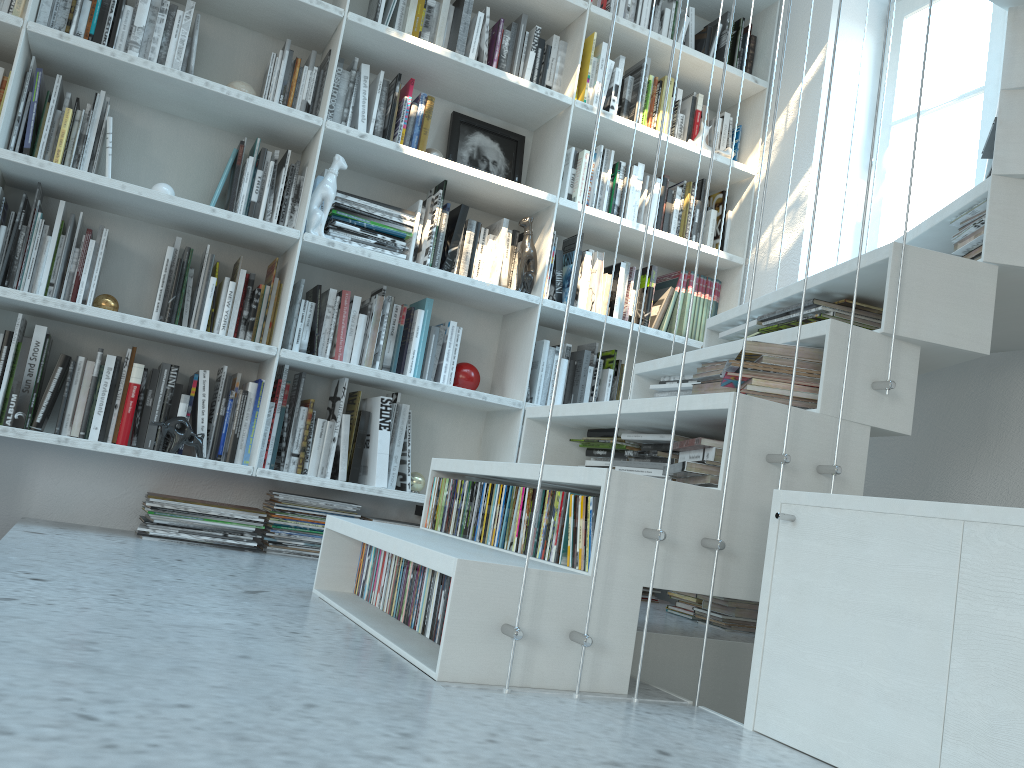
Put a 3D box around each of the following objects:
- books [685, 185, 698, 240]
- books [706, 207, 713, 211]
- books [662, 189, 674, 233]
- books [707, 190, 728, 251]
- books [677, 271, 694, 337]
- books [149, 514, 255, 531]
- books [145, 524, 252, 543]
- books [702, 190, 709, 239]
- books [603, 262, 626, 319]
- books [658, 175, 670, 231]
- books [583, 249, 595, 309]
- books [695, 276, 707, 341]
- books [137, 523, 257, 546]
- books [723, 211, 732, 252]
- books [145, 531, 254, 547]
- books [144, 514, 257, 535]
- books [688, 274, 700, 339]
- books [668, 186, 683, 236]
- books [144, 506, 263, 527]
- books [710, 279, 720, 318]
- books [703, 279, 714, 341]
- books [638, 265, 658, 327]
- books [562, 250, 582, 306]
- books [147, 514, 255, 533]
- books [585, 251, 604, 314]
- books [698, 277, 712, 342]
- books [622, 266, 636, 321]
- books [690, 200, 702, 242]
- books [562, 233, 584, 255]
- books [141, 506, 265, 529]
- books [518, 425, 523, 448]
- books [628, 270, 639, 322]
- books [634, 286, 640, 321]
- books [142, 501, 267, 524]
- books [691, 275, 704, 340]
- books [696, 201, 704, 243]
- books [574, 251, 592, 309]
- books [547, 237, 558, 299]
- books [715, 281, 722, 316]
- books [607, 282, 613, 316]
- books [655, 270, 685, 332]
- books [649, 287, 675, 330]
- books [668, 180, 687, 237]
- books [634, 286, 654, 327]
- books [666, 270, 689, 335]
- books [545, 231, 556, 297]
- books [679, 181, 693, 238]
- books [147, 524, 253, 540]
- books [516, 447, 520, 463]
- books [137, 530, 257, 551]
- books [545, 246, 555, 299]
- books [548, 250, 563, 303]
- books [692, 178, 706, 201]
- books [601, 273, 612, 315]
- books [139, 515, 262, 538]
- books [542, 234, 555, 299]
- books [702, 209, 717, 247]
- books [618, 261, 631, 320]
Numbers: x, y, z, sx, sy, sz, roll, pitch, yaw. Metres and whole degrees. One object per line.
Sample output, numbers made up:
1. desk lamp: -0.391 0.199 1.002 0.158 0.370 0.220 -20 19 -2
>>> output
1. books: 0.666 -0.650 3.573 0.028 0.267 0.173 13 -8 -24
2. books: 0.765 -0.603 3.654 0.024 0.230 0.131 13 -8 -24
3. books: 0.582 -0.649 3.562 0.028 0.237 0.146 13 -8 -24
4. books: 0.808 -0.629 3.642 0.042 0.292 0.186 13 -8 -24
5. books: 0.651 -0.294 3.537 0.018 0.293 0.169 13 -8 -24
6. books: -0.966 0.424 2.767 0.308 0.008 0.195 12 -8 -19
7. books: -0.977 0.460 2.763 0.308 0.008 0.195 12 -8 -20
8. books: 0.735 -0.639 3.621 0.013 0.282 0.149 13 -8 -24
9. books: 0.364 -0.334 3.418 0.022 0.247 0.181 13 -8 -24
10. books: 0.564 -0.681 3.554 0.024 0.291 0.132 13 -8 -24
11. books: 0.247 -0.369 3.373 0.022 0.265 0.157 13 -8 -24
12. books: 0.710 -0.279 3.579 0.018 0.293 0.169 13 -8 -24
13. books: -0.976 0.468 2.759 0.346 0.007 0.193 12 -8 -19
14. books: 0.830 -0.587 3.651 0.021 0.218 0.184 13 -8 -24
15. books: -0.979 0.475 2.761 0.308 0.008 0.195 14 -9 -28
16. books: -0.970 0.439 2.764 0.308 0.008 0.195 14 -9 -29
17. books: 0.678 -0.286 3.564 0.018 0.293 0.169 13 -8 -24
18. books: 0.612 -0.652 3.564 0.025 0.252 0.160 13 -8 -24
19. books: -0.966 0.410 2.776 0.346 0.007 0.193 13 -8 -22
20. books: 0.763 -0.268 3.592 0.018 0.293 0.169 13 -8 -24
21. books: 0.742 -0.271 3.594 0.018 0.293 0.169 13 -8 -24
22. books: 0.497 -0.317 3.492 0.026 0.277 0.170 13 -8 -24
23. books: 0.195 -0.371 3.337 0.022 0.242 0.171 13 -8 -24
24. books: -0.975 0.432 2.777 0.308 0.008 0.195 13 -8 -24
25. books: 0.286 -0.360 3.377 0.056 0.261 0.176 13 -8 -24
26. books: 0.728 -0.275 3.582 0.018 0.293 0.169 13 -8 -24
27. books: 0.418 -0.322 3.463 0.012 0.253 0.161 13 -8 -24
28. books: 0.686 -0.617 3.579 0.025 0.211 0.188 13 -8 -24
29. books: 0.209 -0.405 3.366 0.012 0.321 0.141 13 -8 -24
30. books: -0.966 0.417 2.772 0.346 0.007 0.193 13 -9 -27
31. books: -0.007 0.293 3.147 0.011 0.293 0.144 13 -8 -24
32. books: 0.433 -0.316 3.473 0.025 0.248 0.134 13 -8 -24
33. books: 0.446 -0.291 3.481 0.014 0.206 0.138 13 -8 -24
34. books: -0.962 0.402 2.769 0.346 0.007 0.193 14 -9 -29
35. books: 0.696 -0.283 3.568 0.018 0.293 0.169 13 -8 -24
36. books: 0.705 -0.615 3.598 0.025 0.219 0.177 13 -8 -24
37. books: 0.229 -0.365 3.351 0.026 0.245 0.181 13 -8 -24
38. books: 0.113 -0.404 3.331 0.010 0.278 0.147 13 -8 -24
39. books: 0.775 -0.264 3.608 0.018 0.293 0.169 13 -8 -24
40. books: 0.329 -0.308 3.419 0.030 0.184 0.137 13 -8 -24
41. books: 0.589 -0.304 3.524 0.072 0.291 0.169 13 -8 -24
42. books: 0.548 -0.273 3.501 0.089 0.217 0.167 13 -8 -24
43. books: 0.635 -0.663 3.566 0.012 0.282 0.151 13 -8 -24
44. books: 0.478 -0.277 3.451 0.024 0.180 0.191 13 -8 -24
45. books: 0.623 -0.298 3.539 0.033 0.293 0.169 13 -8 -24
46. books: 0.101 -0.415 3.315 0.010 0.292 0.164 13 -8 -24
47. books: 0.647 -0.658 3.567 0.013 0.276 0.188 13 -8 -24
48. books: -0.978 0.453 2.768 0.308 0.008 0.195 13 -8 -22
49. books: -0.025 0.327 3.120 0.031 0.214 0.165 13 -8 -24
50. books: -0.980 0.482 2.759 0.346 0.007 0.193 12 -8 -20
51. books: 0.105 -0.386 3.316 0.010 0.238 0.147 13 -8 -24
52. books: 0.144 -0.375 3.344 0.066 0.236 0.144 13 -8 -24
53. books: 0.724 -0.664 3.626 0.013 0.329 0.140 13 -8 -24
54. books: 0.315 -0.316 3.389 0.023 0.189 0.169 13 -8 -24
55. books: -0.975 0.446 2.770 0.346 0.007 0.193 13 -9 -26
56. books: 0.090 -0.412 3.294 0.025 0.277 0.160 13 -8 -24
57. books: 0.754 -0.593 3.609 0.029 0.195 0.192 13 -8 -24
58. books: 0.383 -0.334 3.439 0.029 0.258 0.171 13 -8 -24
